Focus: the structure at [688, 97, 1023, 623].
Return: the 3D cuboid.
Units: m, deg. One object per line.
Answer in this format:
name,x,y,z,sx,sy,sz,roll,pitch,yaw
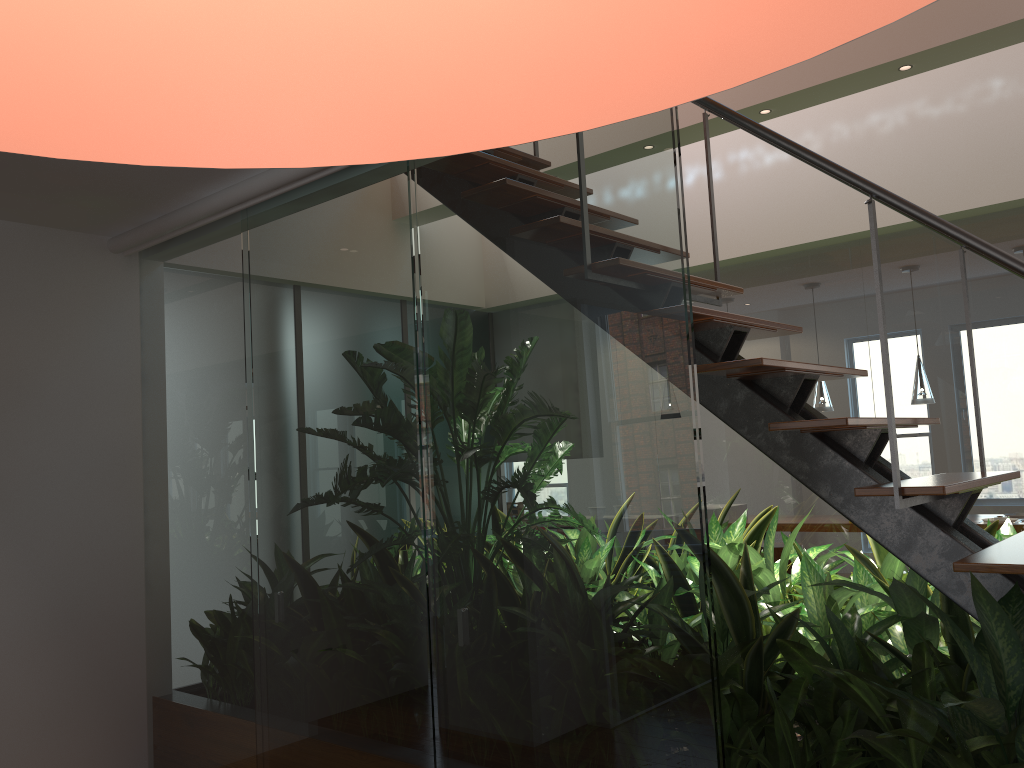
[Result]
structure,0.801,-0.705,3.643,4.591,4.265,2.552,-7,-6,40
